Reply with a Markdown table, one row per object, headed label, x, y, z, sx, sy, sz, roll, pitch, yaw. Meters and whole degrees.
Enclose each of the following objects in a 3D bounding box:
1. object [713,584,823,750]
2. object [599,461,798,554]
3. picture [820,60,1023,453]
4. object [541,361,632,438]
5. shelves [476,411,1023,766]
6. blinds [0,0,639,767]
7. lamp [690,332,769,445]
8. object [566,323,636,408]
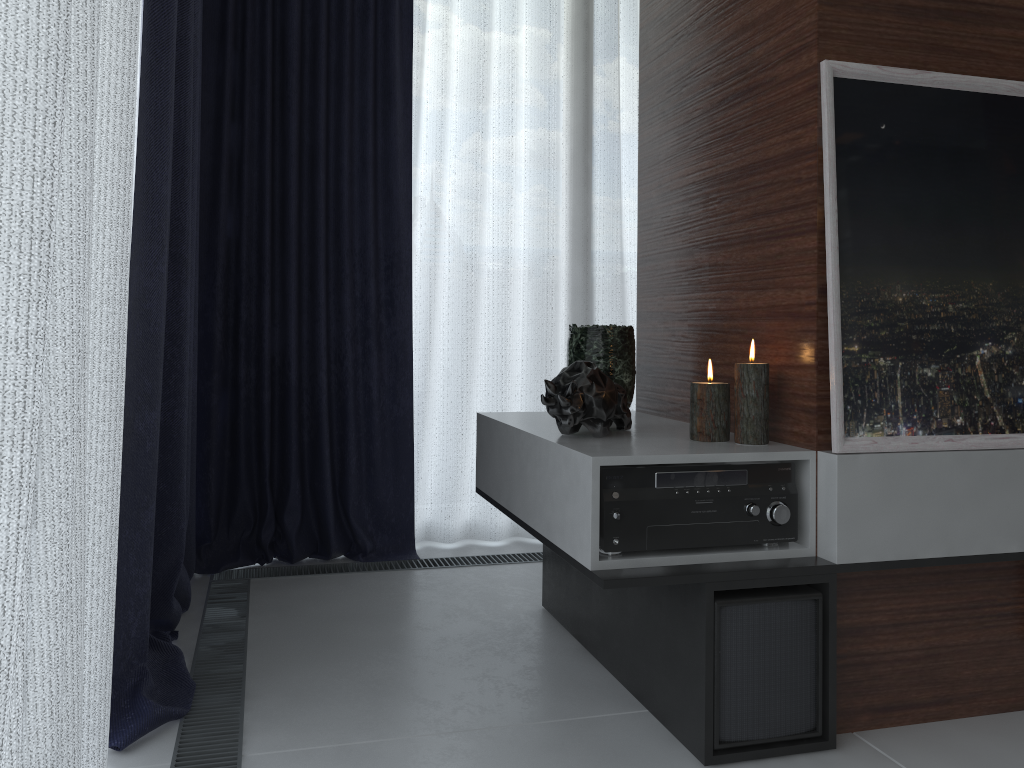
| label | x | y | z | sx | sy | sz | roll | pitch | yaw |
| --- | --- | --- | --- | --- | --- | --- | --- | --- | --- |
| object | 0.399 | 0.475 | 1.603 | 0.213 | 0.251 | 0.254 | 1 | 1 | -16 |
| object | 0.284 | 0.207 | 1.685 | 0.369 | 0.150 | 0.369 | 0 | 3 | -16 |
| picture | 0.802 | -0.232 | 1.632 | 0.500 | 0.702 | 0.053 | 1 | -2 | -16 |
| object | 0.152 | 0.027 | 1.778 | 0.137 | 0.150 | 0.311 | 1 | 2 | 32 |
| shelves | 1.155 | 0.345 | 2.139 | 2.348 | 0.500 | 0.874 | 0 | 2 | -16 |
| blinds | 2.467 | -0.655 | 0.185 | 5.796 | 2.775 | 7.143 | 0 | 3 | -12 |
| lamp | 0.418 | 0.005 | 1.699 | 0.153 | 0.211 | 0.077 | 1 | -1 | 33 |
| object | 0.215 | -0.031 | 2.138 | 0.168 | 0.229 | 0.168 | 1 | 0 | -39 |
